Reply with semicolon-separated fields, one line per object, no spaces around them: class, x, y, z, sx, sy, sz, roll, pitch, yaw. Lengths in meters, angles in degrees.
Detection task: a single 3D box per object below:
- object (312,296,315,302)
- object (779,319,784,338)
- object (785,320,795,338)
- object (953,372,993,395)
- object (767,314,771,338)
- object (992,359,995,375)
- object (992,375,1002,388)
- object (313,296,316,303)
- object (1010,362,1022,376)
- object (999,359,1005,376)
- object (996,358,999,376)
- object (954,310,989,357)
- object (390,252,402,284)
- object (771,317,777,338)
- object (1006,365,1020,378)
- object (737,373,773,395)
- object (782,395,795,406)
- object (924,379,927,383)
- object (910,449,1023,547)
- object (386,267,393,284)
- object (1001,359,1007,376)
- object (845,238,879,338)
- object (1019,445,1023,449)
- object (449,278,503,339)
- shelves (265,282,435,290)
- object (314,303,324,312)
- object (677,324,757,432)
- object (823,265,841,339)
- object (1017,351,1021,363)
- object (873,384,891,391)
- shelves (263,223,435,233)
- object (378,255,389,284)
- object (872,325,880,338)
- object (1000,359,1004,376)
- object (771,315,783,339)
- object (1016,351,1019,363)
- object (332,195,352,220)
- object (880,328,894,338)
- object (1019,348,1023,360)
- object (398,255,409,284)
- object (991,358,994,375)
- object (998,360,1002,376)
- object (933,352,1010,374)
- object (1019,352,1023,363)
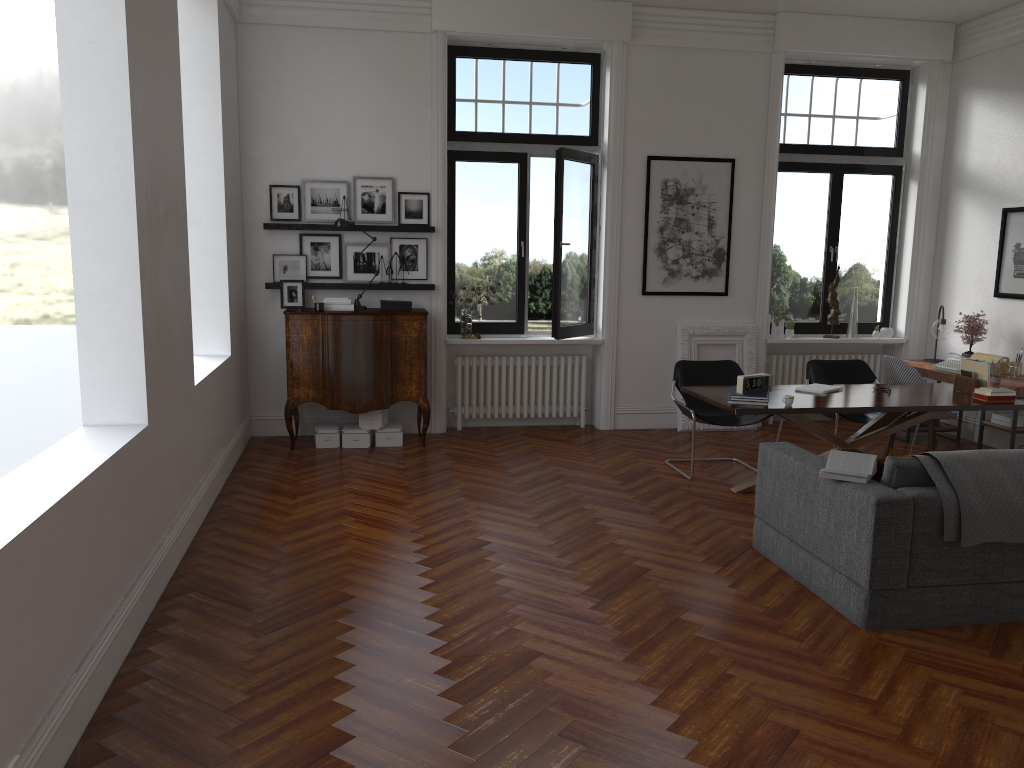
object;-1.695;-0.700;7.629;0.050;0.119;0.010;0;10;-7
object;2.767;-0.567;9.111;0.051;0.189;0.051;5;11;25
object;2.881;-0.575;9.180;0.097;0.186;0.099;3;10;13
object;3.431;-0.017;6.598;0.150;0.167;0.227;-1;9;-10
object;2.630;-0.597;9.127;0.051;0.239;0.051;5;11;25
object;3.435;-0.084;6.317;0.049;0.194;0.008;0;10;-6
object;3.462;-0.018;6.333;0.058;0.091;0.058;-3;10;-23
object;-1.693;-0.697;7.655;0.046;0.139;0.010;-1;10;-13
object;4.369;-0.133;7.691;0.058;0.114;0.075;-1;9;-10
object;3.489;-0.086;6.326;0.038;0.195;0.008;4;10;16
object;3.472;-0.090;6.346;0.008;0.196;0.032;7;12;34
object;4.267;-0.431;8.251;0.289;0.531;0.307;7;11;35
object;-1.068;-1.071;8.167;0.118;0.300;0.040;-1;10;-10
object;2.698;-0.583;9.121;0.051;0.214;0.051;5;11;25
object;4.253;-0.105;7.528;0.093;0.102;0.093;-2;10;-18
object;1.655;0.001;6.039;0.275;0.126;0.081;-5;11;-36
object;1.844;0.111;5.926;0.082;0.065;0.064;3;9;11
object;3.912;0.006;8.565;0.173;0.110;0.173;5;10;26
object;2.356;0.535;4.333;0.752;0.389;0.399;-1;9;-10
object;-1.123;-0.997;8.133;0.066;0.161;0.040;-1;10;-10
object;3.489;-0.083;6.315;0.044;0.194;0.008;4;10;20
object;3.601;-0.994;9.143;0.296;1.057;0.288;0;10;-7
object;4.115;0.653;6.964;0.260;0.306;0.260;10;13;44
object;-0.318;-0.742;8.587;0.541;0.601;0.316;-6;12;-38
shelves;-1.469;-0.893;8.110;1.514;0.055;0.155;-1;9;-10
object;-1.662;-0.662;7.651;0.091;0.078;0.091;-6;11;-36
object;2.050;-0.064;8.851;0.830;1.066;0.233;-1;10;-10
object;3.321;-0.846;9.146;0.165;0.756;0.142;7;11;32
object;4.390;-0.182;7.698;0.054;0.208;0.008;-3;10;-22
object;2.802;0.025;6.665;0.132;0.047;0.114;9;12;43
shelves;-1.461;-1.411;8.020;1.514;0.055;0.157;-1;9;-10
object;-1.194;-1.049;8.139;0.124;0.261;0.040;-1;10;-10
object;3.812;-0.549;9.274;0.072;0.135;0.072;3;10;15
object;3.473;-0.082;6.297;0.008;0.196;0.036;1;10;2
object;2.699;-0.584;9.032;0.102;0.245;0.098;-5;11;-32
object;4.378;-0.183;7.700;0.054;0.208;0.008;-8;13;-44
object;-1.535;-1.566;7.992;0.174;0.261;0.040;-1;10;-10
object;3.967;-0.545;9.388;0.134;0.098;0.132;-6;12;-39
object;4.399;-0.197;7.682;0.028;0.240;0.023;-1;10;-13
object;-1.005;-1.057;8.208;0.110;0.263;0.040;-1;10;-10
object;3.444;-0.087;6.343;0.008;0.194;0.049;-7;13;-40
object;3.459;-0.080;6.294;0.008;0.194;0.049;3;10;14
object;4.060;-0.194;7.910;0.484;0.149;0.533;-1;9;-11
object;4.390;-0.180;7.674;0.008;0.208;0.054;-4;11;-27
